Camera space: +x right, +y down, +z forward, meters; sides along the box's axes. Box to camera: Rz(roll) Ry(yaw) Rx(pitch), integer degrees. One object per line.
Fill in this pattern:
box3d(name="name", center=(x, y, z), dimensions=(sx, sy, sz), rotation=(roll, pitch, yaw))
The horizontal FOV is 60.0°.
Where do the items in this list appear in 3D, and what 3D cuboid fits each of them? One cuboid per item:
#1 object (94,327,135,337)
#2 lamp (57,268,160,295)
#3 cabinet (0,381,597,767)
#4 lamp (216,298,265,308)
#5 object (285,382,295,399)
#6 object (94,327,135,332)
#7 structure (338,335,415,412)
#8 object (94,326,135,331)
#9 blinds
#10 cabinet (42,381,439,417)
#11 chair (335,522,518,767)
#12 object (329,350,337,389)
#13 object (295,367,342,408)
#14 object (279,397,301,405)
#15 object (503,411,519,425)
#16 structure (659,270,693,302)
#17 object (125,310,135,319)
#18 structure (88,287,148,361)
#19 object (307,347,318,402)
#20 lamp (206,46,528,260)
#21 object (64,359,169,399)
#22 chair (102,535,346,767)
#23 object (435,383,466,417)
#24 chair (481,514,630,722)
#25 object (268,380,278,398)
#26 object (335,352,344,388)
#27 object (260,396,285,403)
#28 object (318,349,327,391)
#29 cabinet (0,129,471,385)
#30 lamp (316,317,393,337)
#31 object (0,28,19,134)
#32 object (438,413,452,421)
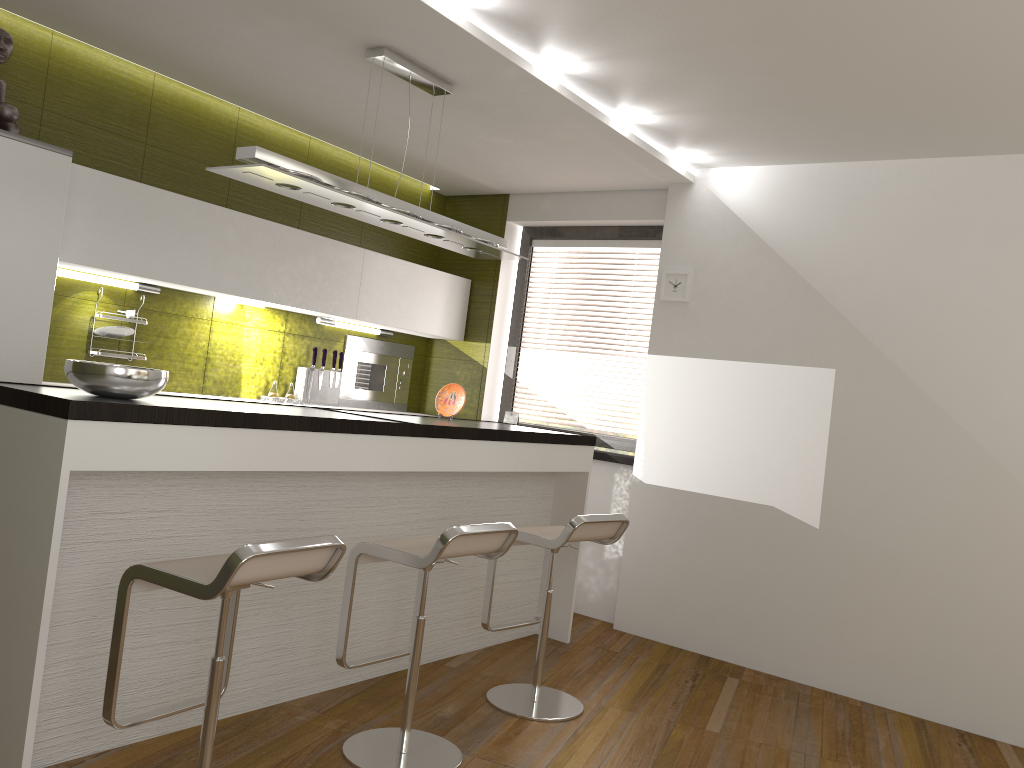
box3d(name="object", center=(-1.951, -0.253, 4.354), dimensions=(0.173, 0.052, 0.181), rotation=(7, -1, 35))
box3d(name="lamp", center=(-2.040, -0.512, 4.310), dimensions=(0.041, 0.041, 0.715), rotation=(7, -1, 35))
box3d(name="cabinet", center=(-0.716, 0.696, 3.825), dimensions=(0.663, 1.134, 2.947), rotation=(7, -1, 35))
box3d(name="lamp", center=(-1.543, -0.459, 5.046), dimensions=(0.008, 0.008, 0.334), rotation=(7, -1, 35))
box3d(name="object", center=(-1.315, 0.046, 5.274), dimensions=(0.059, 0.121, 0.059), rotation=(7, -1, 2))
box3d(name="object", center=(-1.951, -0.256, 4.354), dimensions=(0.173, 0.052, 0.181), rotation=(7, -1, 35))
box3d(name="structure", center=(-0.906, -0.057, 6.000), dimensions=(0.015, 0.469, 0.663), rotation=(7, -1, 35))
box3d(name="object", center=(-1.951, -0.260, 4.355), dimensions=(0.173, 0.052, 0.181), rotation=(7, -1, 35))
box3d(name="blinds", center=(0.143, -2.858, 9.999), dimensions=(16.000, 12.704, 9.030), rotation=(7, -1, -15))
box3d(name="cabinet", center=(-1.397, 0.649, 5.046), dimensions=(0.465, 1.086, 2.940), rotation=(7, -1, 35))
box3d(name="chair", center=(-0.313, 0.879, 3.109), dimensions=(0.460, 0.857, 0.418), rotation=(7, -1, 35))
box3d(name="object", center=(-1.106, -0.089, 5.469), dimensions=(0.013, 0.243, 0.036), rotation=(7, -1, 35))
box3d(name="object", center=(-1.189, 0.022, 5.441), dimensions=(0.107, 0.227, 0.293), rotation=(7, -1, 35))
box3d(name="object", center=(-1.322, 0.101, 5.274), dimensions=(0.107, 0.032, 0.107), rotation=(8, -1, -43))
box3d(name="object", center=(-0.009, 0.273, 5.960), dimensions=(0.106, 0.169, 0.057), rotation=(7, -1, 30))
box3d(name="structure", center=(0.960, -0.574, 5.198), dimensions=(0.180, 0.180, 0.026), rotation=(7, -1, 35))
box3d(name="object", center=(-1.920, -0.349, 4.457), dimensions=(0.046, 0.053, 0.051), rotation=(8, -1, -23))
box3d(name="structure", center=(-1.945, -0.291, 4.415), dimensions=(0.110, 0.346, 0.266), rotation=(7, -1, 35))
box3d(name="object", center=(-1.208, -0.055, 5.331), dimensions=(0.013, 0.339, 0.046), rotation=(7, -1, 35))
box3d(name="lamp", center=(-0.484, -1.045, 3.883), dimensions=(0.326, 0.683, 1.677), rotation=(7, -1, 35))
box3d(name="object", center=(-1.294, -0.009, 2.901), dimensions=(0.311, 0.105, 0.311), rotation=(8, -1, -42))
box3d(name="chair", center=(-0.794, 0.809, 2.416), dimensions=(0.460, 0.857, 0.418), rotation=(7, -1, 30))
box3d(name="object", center=(-0.318, 0.084, 4.583), dimensions=(0.184, 0.178, 0.055), rotation=(7, -1, 31))
box3d(name="chair", center=(0.168, 0.948, 3.803), dimensions=(0.460, 0.857, 0.418), rotation=(7, -1, 40))
box3d(name="object", center=(-1.384, 0.036, 5.154), dimensions=(0.059, 0.121, 0.059), rotation=(7, -1, -9))
box3d(name="object", center=(-1.077, -0.086, 5.510), dimensions=(0.013, 0.231, 0.040), rotation=(7, -1, 35))
box3d(name="object", center=(-1.391, 0.091, 5.154), dimensions=(0.107, 0.032, 0.107), rotation=(7, -1, 36))
box3d(name="object", center=(-1.158, -0.086, 5.396), dimensions=(0.013, 0.264, 0.042), rotation=(7, -1, 35))
box3d(name="cabinet", center=(-1.584, 0.118, 4.905), dimensions=(0.724, 2.089, 3.471), rotation=(7, -1, 35))
box3d(name="lamp", center=(-1.007, -0.364, 5.746), dimensions=(0.095, 0.041, 0.716), rotation=(7, -1, 35))
box3d(name="object", center=(-2.177, -1.270, 3.713), dimensions=(0.304, 0.488, 0.195), rotation=(7, -1, 33))
box3d(name="object", center=(-0.322, 0.122, 4.581), dimensions=(0.088, 0.131, 0.072), rotation=(7, -1, 30))
